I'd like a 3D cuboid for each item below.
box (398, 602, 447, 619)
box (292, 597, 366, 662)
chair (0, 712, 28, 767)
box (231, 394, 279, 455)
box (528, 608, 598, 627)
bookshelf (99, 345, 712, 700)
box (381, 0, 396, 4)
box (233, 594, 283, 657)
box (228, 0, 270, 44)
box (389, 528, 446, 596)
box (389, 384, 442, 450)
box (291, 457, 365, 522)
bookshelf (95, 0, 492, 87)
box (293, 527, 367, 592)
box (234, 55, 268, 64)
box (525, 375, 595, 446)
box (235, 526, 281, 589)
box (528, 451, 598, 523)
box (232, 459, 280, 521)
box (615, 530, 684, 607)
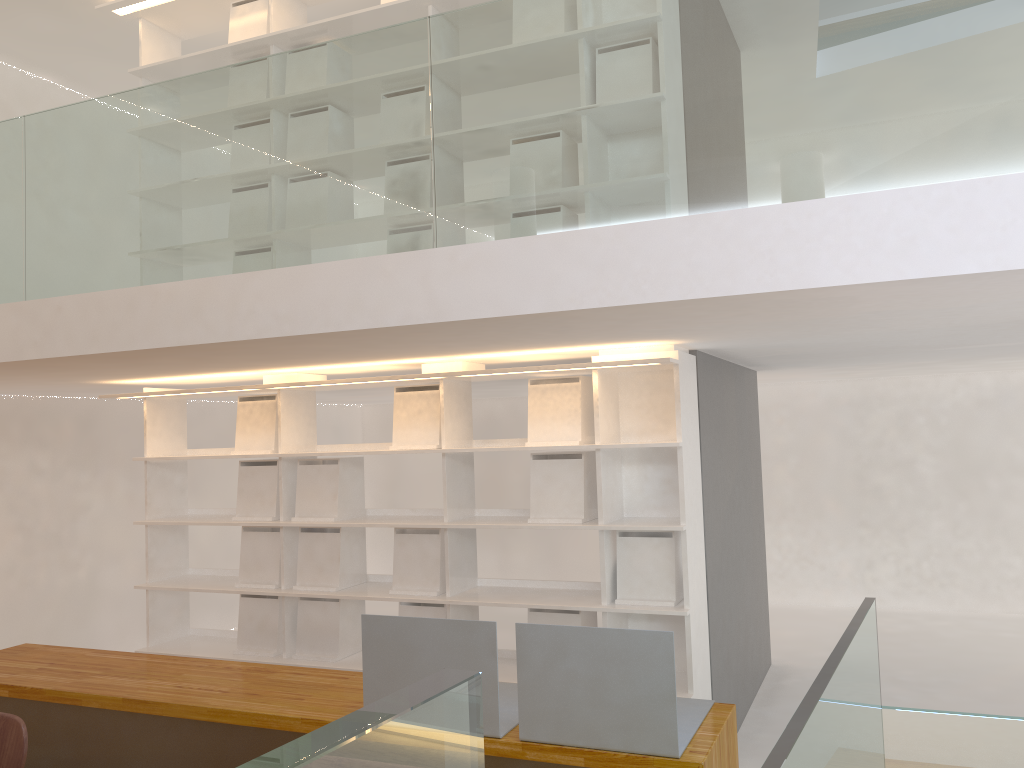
[{"bbox_3d":[-0.377,1.141,4.127,0.245,0.296,0.274,-3,-3,23],"label":"box"},{"bbox_3d":[-0.897,1.171,4.348,0.245,0.296,0.274,-3,-3,23],"label":"box"},{"bbox_3d":[-1.174,1.001,1.628,0.428,0.693,0.381,-3,-3,23],"label":"chair"},{"bbox_3d":[-1.251,0.207,4.538,0.245,0.296,0.274,-3,-3,23],"label":"box"},{"bbox_3d":[0.216,1.106,3.874,0.245,0.296,0.274,-3,-3,23],"label":"box"},{"bbox_3d":[-0.636,0.838,4.174,2.984,1.836,0.498,-3,-3,23],"label":"bookshelf"},{"bbox_3d":[-0.478,-1.901,4.288,0.245,0.296,0.274,-3,-3,23],"label":"box"},{"bbox_3d":[-1.226,1.190,4.488,0.245,0.296,0.274,-3,-3,23],"label":"box"},{"bbox_3d":[-1.324,-1.850,4.651,0.245,0.296,0.274,-3,-3,23],"label":"box"},{"bbox_3d":[-0.402,0.813,4.150,0.245,0.296,0.274,-3,-3,23],"label":"box"},{"bbox_3d":[-0.406,0.155,4.175,0.245,0.296,0.274,-3,-3,23],"label":"box"},{"bbox_3d":[-0.907,0.515,4.379,0.245,0.296,0.274,-3,-3,23],"label":"box"},{"bbox_3d":[-0.708,-1.219,4.287,2.984,1.836,0.498,-3,-3,23],"label":"bookshelf"},{"bbox_3d":[-0.896,0.842,4.361,0.245,0.296,0.274,-3,-3,23],"label":"box"},{"bbox_3d":[-1.312,-1.523,4.633,0.245,0.296,0.274,-3,-3,23],"label":"box"},{"bbox_3d":[0.218,0.120,3.912,0.245,0.296,0.274,-3,-3,23],"label":"box"},{"bbox_3d":[-1.219,0.861,4.499,0.245,0.296,0.274,-3,-3,23],"label":"box"},{"bbox_3d":[0.228,0.448,3.895,0.245,0.296,0.274,-3,-3,23],"label":"box"},{"bbox_3d":[-1.240,0.534,4.520,0.245,0.296,0.274,-3,-3,23],"label":"box"},{"bbox_3d":[0.585,0.755,3.730,0.245,0.296,0.274,-3,-3,23],"label":"box"}]
